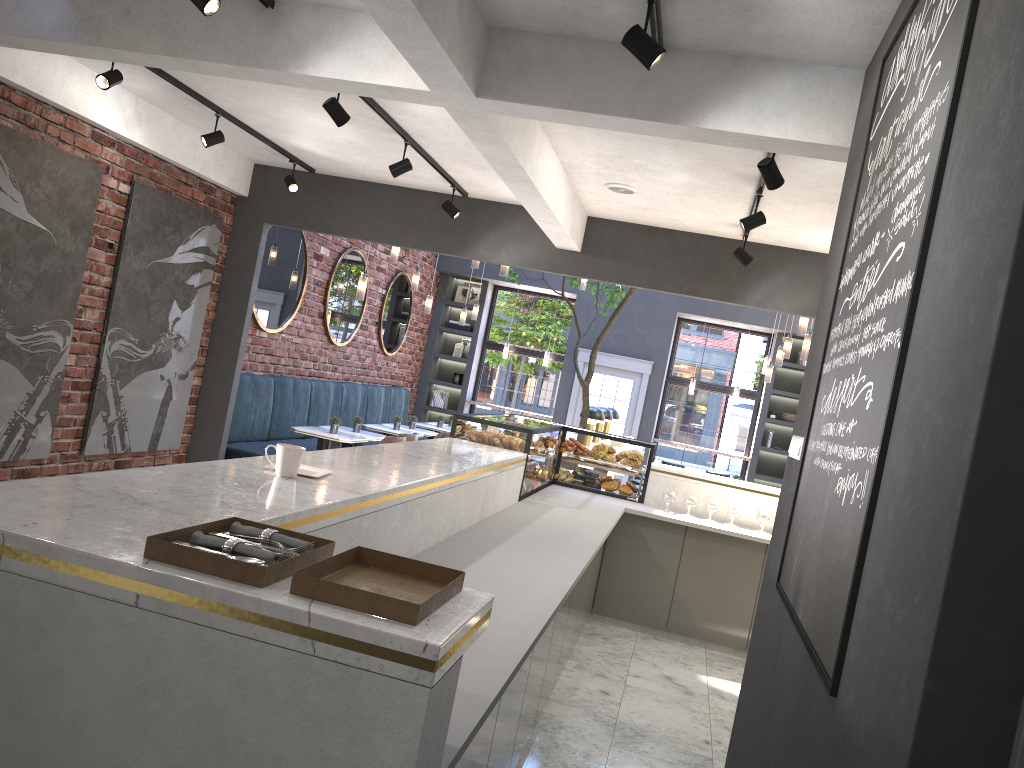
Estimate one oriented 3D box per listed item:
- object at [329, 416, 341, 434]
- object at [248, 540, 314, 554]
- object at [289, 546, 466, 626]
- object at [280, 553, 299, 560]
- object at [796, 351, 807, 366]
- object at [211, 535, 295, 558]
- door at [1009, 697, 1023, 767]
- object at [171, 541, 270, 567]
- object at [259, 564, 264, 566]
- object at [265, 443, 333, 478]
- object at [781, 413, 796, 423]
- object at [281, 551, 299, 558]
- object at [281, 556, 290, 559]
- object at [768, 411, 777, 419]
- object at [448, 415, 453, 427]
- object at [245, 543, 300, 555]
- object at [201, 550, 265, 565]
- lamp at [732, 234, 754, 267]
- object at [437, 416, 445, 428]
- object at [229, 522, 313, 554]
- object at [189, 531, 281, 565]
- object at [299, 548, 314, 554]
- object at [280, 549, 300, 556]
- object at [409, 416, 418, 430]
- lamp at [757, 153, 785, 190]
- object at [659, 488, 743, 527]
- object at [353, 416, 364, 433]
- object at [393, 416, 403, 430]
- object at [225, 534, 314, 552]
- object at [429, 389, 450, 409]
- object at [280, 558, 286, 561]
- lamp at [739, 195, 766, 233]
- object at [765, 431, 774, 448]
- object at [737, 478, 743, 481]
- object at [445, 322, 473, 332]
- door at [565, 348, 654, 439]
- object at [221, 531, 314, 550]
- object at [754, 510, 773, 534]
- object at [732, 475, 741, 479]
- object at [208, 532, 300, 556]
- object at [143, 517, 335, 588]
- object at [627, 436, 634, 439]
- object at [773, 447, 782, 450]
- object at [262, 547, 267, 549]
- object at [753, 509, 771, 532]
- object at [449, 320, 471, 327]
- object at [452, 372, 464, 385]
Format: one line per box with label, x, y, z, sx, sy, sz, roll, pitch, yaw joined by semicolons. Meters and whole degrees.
object;-1.664;0.384;8.332;0.118;0.165;0.122;11;1;-11
object;-0.487;0.313;1.761;0.192;0.024;0.025;11;1;11
object;-0.237;0.366;1.640;0.231;0.038;0.307;11;0;11
object;-0.501;0.315;1.695;0.192;0.024;0.025;11;1;11
object;4.327;-0.366;13.095;0.213;0.215;0.213;11;1;21
object;-0.496;0.320;1.731;0.210;0.004;0.022;11;0;11
door;1.193;0.713;1.145;1.131;2.219;0.172;11;1;11
object;-0.519;0.310;1.607;0.210;0.004;0.022;11;0;11
object;-0.531;0.308;1.581;0.197;0.015;0.043;11;0;15
object;-0.689;0.241;2.853;0.176;0.097;0.301;11;0;3
object;4.130;0.508;13.099;0.304;0.123;0.305;11;1;32
object;-0.500;0.311;1.695;0.192;0.024;0.025;11;1;11
object;-0.497;0.326;1.731;0.210;0.004;0.022;11;0;11
object;3.859;0.456;13.131;0.117;0.119;0.117;11;1;-12
object;-0.843;0.520;12.432;0.118;0.165;0.122;11;1;-11
object;-0.499;0.303;1.695;0.192;0.024;0.025;11;1;11
object;-0.530;0.302;1.581;0.197;0.015;0.043;11;0;15
lamp;1.699;-0.976;6.487;0.157;0.235;0.087;11;1;5
object;-0.958;0.501;11.861;0.118;0.165;0.122;11;1;-11
object;-0.490;0.314;1.796;0.175;0.039;0.056;11;1;11
object;-0.518;0.309;1.655;0.175;0.039;0.056;11;1;11
object;-0.488;0.317;1.761;0.192;0.024;0.025;11;1;11
object;-0.499;0.307;1.695;0.192;0.024;0.025;11;1;11
object;-1.193;0.462;10.688;0.118;0.165;0.122;11;1;-11
lamp;1.248;-1.050;4.242;0.157;0.235;0.087;11;1;-39
object;1.371;0.895;6.445;0.575;0.147;0.256;11;1;11
object;-1.550;0.403;8.902;0.118;0.165;0.122;11;1;-11
object;-1.307;0.443;10.117;0.118;0.165;0.122;11;1;-11
object;-0.486;0.309;1.761;0.192;0.024;0.025;11;1;11
object;-1.150;0.221;14.137;0.250;0.323;0.241;11;1;11
object;-0.498;0.331;1.731;0.210;0.004;0.022;11;0;11
lamp;1.453;-1.017;5.318;0.157;0.235;0.087;11;1;5
object;3.802;0.816;13.087;0.098;0.248;0.098;11;1;-39
object;2.830;1.255;11.085;0.118;0.165;0.122;11;1;-11
object;-0.834;-0.898;14.093;0.412;0.084;0.286;11;0;11
door;1.323;0.662;13.103;1.131;2.219;0.152;11;1;11
object;-0.485;0.305;1.761;0.192;0.024;0.025;11;1;11
object;1.778;0.977;6.265;0.114;0.147;0.114;11;1;16
object;2.944;1.274;11.655;0.118;0.165;0.122;11;1;-11
object;-0.494;0.314;1.731;0.210;0.004;0.022;11;0;11
object;-0.504;0.313;1.683;0.231;0.038;0.307;11;0;11
object;1.498;0.719;11.374;0.176;0.097;0.301;11;0;3
object;3.906;0.950;13.036;0.130;0.026;0.130;11;0;-5
object;-0.489;0.321;1.761;0.192;0.024;0.025;11;1;11
object;1.804;0.981;6.394;0.114;0.147;0.114;11;1;16
object;-0.825;-0.958;14.105;0.327;0.039;0.227;11;0;1
object;-0.860;-0.082;14.071;0.152;0.181;0.152;11;1;-41
